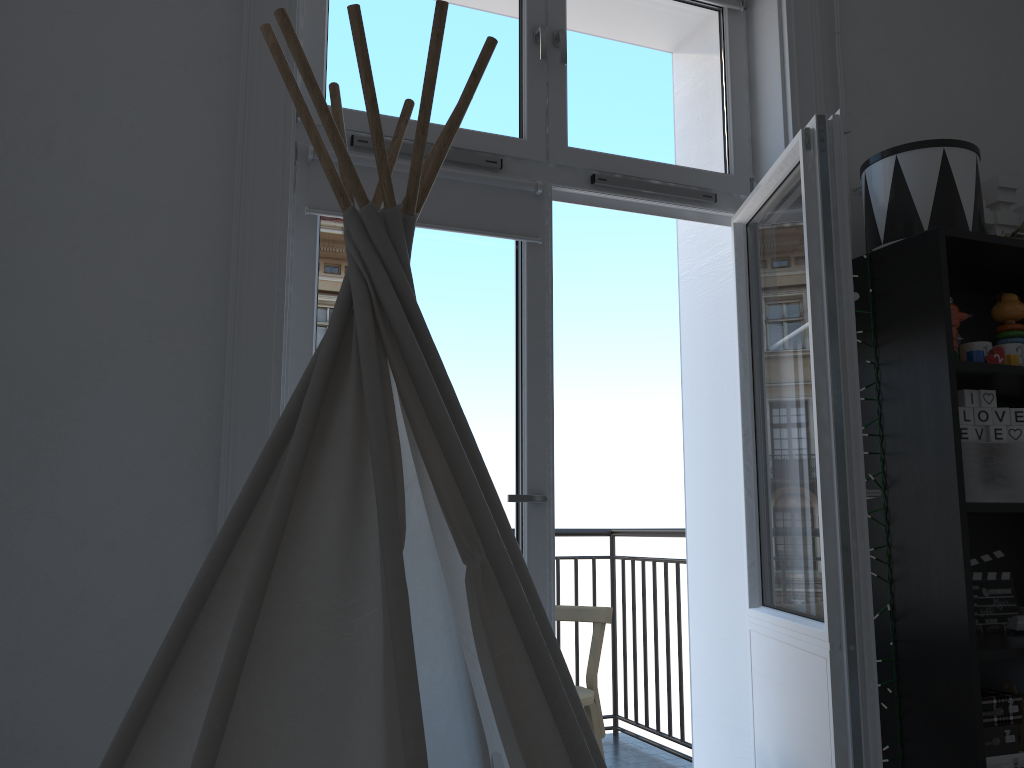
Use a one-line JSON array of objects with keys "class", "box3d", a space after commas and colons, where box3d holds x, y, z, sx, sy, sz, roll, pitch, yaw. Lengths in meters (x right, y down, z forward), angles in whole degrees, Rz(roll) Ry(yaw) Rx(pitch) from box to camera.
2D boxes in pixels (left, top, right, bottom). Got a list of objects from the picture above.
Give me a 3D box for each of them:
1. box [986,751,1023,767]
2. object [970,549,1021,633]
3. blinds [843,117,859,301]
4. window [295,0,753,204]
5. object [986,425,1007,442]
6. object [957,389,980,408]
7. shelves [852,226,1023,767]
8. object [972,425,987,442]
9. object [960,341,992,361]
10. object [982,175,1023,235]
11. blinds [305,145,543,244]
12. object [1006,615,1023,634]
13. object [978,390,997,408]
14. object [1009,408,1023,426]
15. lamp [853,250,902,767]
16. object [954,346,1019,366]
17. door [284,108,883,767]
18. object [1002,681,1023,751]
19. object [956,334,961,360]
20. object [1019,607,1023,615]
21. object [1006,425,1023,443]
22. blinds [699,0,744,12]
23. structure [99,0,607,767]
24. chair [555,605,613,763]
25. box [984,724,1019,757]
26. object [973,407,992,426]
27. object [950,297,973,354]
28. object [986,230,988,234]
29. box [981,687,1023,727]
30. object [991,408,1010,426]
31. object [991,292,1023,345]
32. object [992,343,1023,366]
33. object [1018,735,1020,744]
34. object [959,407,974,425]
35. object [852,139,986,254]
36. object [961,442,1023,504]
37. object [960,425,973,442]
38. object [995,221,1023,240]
[{"class": "box", "box3d": [1.011, 0.852, 1.994, 0.216, 0.062, 0.179, 4, -10, -21]}, {"class": "object", "box3d": [1.166, 0.510, 2.194, 0.201, 0.199, 0.048, 4, -10, -21]}, {"class": "blinds", "box3d": [0.685, -0.315, 2.086, 0.032, 0.390, 0.566, 0, -9, -1]}, {"class": "window", "box3d": [0.086, -0.853, 2.261, 1.263, 0.659, 0.101, 4, -10, -21]}, {"class": "object", "box3d": [1.093, 0.116, 2.016, 0.040, 0.040, 0.040, 1, -9, -6]}, {"class": "object", "box3d": [1.033, 0.036, 2.022, 0.040, 0.040, 0.040, 3, -10, -16]}, {"class": "shelves", "box3d": [1.301, 0.531, 2.138, 0.911, 1.675, 0.354, 4, -10, -21]}, {"class": "object", "box3d": [1.048, 0.117, 2.019, 0.040, 0.040, 0.040, 3, -10, -16]}, {"class": "object", "box3d": [1.084, -0.060, 2.068, 0.067, 0.067, 0.067, 3, -10, -20]}, {"class": "object", "box3d": [1.341, -0.417, 2.420, 0.190, 0.290, 0.065, 3, -9, -16]}, {"class": "blinds", "box3d": [-0.191, -0.436, 2.063, 0.565, 0.158, 0.032, 4, -10, -21]}, {"class": "object", "box3d": [1.282, 0.565, 2.069, 0.230, 0.048, 0.099, -1, -9, 4]}, {"class": "object", "box3d": [1.075, 0.036, 2.026, 0.040, 0.040, 0.040, 2, -9, -11]}, {"class": "object", "box3d": [1.151, 0.077, 2.029, 0.040, 0.040, 0.040, -1, -9, 4]}, {"class": "lamp", "box3d": [1.254, 0.536, 2.188, 0.985, 1.682, 0.095, 4, -10, -24]}, {"class": "object", "box3d": [1.007, -0.116, 2.124, 0.197, 0.197, 0.318, 4, -10, -25]}, {"class": "door", "box3d": [0.168, 0.341, 1.837, 1.264, 1.836, 0.637, 3, -10, -19]}, {"class": "object", "box3d": [1.308, 0.821, 2.165, 0.337, 0.185, 0.111, 1, -9, -6]}, {"class": "object", "box3d": [1.101, -0.079, 2.237, 0.063, 0.160, 0.063, 8, -12, -42]}, {"class": "object", "box3d": [1.119, 0.543, 2.198, 0.542, 0.239, 0.093, 4, -10, -21]}, {"class": "object", "box3d": [1.139, 0.117, 2.021, 0.040, 0.040, 0.040, -1, -9, 8]}, {"class": "blinds", "box3d": [0.387, -1.097, 2.397, 0.565, 0.060, 0.032, 4, -10, -21]}, {"class": "structure", "box3d": [-0.179, 0.335, 1.121, 1.144, 1.747, 1.144, -9, -13, 44]}, {"class": "chair", "box3d": [0.104, 1.144, 3.073, 0.436, 0.714, 0.498, -4, -10, 23]}, {"class": "box", "box3d": [0.993, 0.790, 1.996, 0.216, 0.062, 0.179, 4, -10, -21]}, {"class": "object", "box3d": [1.062, 0.076, 2.019, 0.040, 0.040, 0.040, 0, -9, -1]}, {"class": "object", "box3d": [1.002, -0.133, 2.047, 0.105, 0.203, 0.072, 2, -9, -14]}, {"class": "object", "box3d": [1.168, -0.450, 2.390, 0.343, 0.344, 0.057, 4, -10, -21]}, {"class": "box", "box3d": [1.010, 0.731, 2.014, 0.216, 0.062, 0.179, 4, -10, -21]}, {"class": "object", "box3d": [1.107, 0.077, 2.024, 0.040, 0.040, 0.040, -1, -9, 8]}, {"class": "object", "box3d": [1.212, -0.120, 2.154, 0.077, 0.212, 0.077, -2, -9, 12]}, {"class": "object", "box3d": [1.170, -0.057, 2.086, 0.067, 0.067, 0.067, 3, -10, -20]}, {"class": "object", "box3d": [1.417, 0.871, 2.298, 0.347, 0.120, 0.034, 4, -10, -21]}, {"class": "object", "box3d": [1.016, 0.075, 2.014, 0.040, 0.040, 0.040, 2, -9, -11]}, {"class": "object", "box3d": [1.017, -0.431, 2.246, 0.272, 0.259, 0.395, -1, -9, 7]}, {"class": "object", "box3d": [1.073, 0.208, 2.036, 0.170, 0.138, 0.124, 1, -9, -6]}, {"class": "object", "box3d": [1.011, 0.114, 2.007, 0.040, 0.040, 0.040, 1, -9, -6]}, {"class": "object", "box3d": [1.237, -0.357, 2.204, 0.121, 0.100, 0.339, -2, -10, 13]}]
